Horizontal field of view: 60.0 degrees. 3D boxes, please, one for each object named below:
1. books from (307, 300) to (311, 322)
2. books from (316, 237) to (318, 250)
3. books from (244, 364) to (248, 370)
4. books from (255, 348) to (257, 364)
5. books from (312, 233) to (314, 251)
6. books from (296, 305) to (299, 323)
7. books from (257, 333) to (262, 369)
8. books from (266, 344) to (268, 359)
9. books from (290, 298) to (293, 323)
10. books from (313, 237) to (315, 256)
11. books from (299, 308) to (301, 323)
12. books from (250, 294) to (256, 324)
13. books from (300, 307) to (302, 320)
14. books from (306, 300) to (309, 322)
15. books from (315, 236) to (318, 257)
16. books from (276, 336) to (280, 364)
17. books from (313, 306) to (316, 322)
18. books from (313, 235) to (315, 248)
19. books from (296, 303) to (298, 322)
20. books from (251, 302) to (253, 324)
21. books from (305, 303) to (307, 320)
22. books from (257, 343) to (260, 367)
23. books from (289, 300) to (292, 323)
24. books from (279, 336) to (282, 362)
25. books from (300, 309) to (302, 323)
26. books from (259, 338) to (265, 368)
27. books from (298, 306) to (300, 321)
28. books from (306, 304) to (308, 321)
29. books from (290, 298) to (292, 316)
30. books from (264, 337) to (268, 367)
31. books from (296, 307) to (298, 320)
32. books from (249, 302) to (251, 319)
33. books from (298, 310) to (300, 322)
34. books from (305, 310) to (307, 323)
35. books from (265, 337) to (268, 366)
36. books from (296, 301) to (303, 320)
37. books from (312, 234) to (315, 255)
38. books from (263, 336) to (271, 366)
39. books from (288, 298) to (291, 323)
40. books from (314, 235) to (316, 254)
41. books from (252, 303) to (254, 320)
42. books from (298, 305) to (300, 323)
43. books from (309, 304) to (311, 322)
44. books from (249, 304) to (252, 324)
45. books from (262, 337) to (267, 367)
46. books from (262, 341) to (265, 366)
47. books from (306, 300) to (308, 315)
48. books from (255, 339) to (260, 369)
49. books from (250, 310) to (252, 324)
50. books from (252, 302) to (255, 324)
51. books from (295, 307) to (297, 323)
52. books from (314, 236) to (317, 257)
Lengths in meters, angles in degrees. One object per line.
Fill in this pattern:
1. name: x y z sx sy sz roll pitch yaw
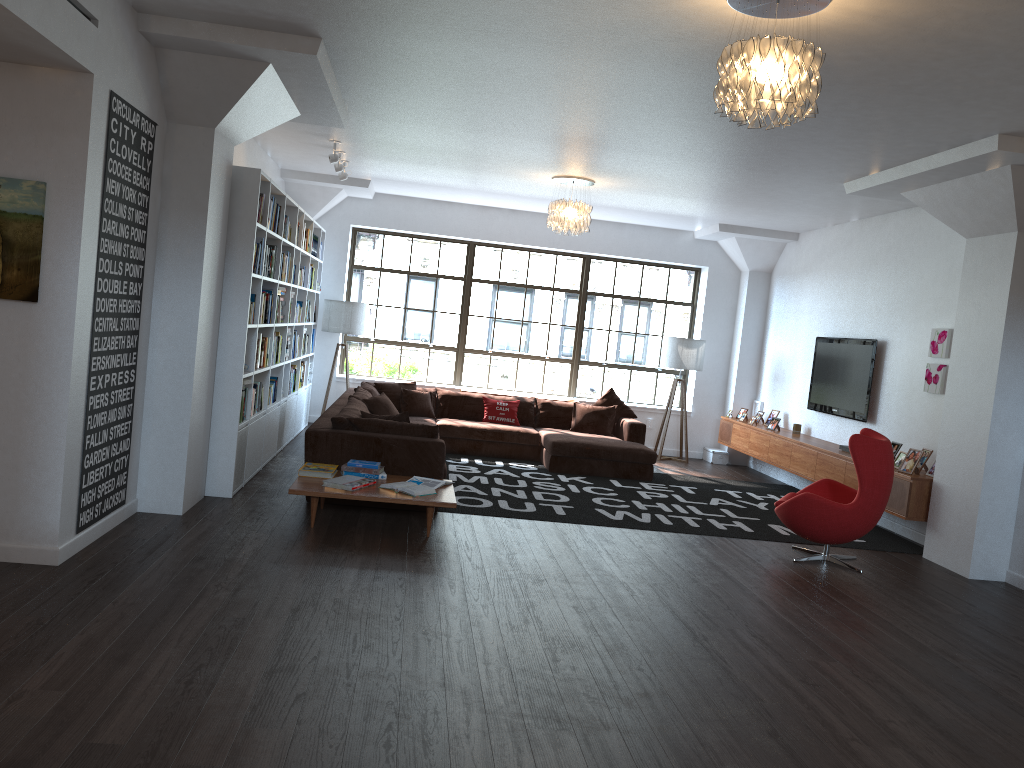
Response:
1. books: -2.427 -0.846 10.236 0.183 0.253 0.042 6 4 -6
2. books: -2.370 -1.603 10.340 0.183 0.253 0.042 6 4 -6
3. books: -2.129 -0.145 6.706 0.197 0.033 0.284 4 4 -31
4. books: -2.131 -0.224 7.125 0.144 0.207 0.048 6 4 -6
5. books: -2.335 -1.578 9.993 0.183 0.253 0.042 6 4 -6
6. books: -2.319 -0.747 9.324 0.139 0.191 0.036 6 4 -6
7. books: -2.159 -0.279 7.292 0.176 0.290 0.053 6 4 -6
8. books: -2.193 -0.284 7.640 0.160 0.250 0.026 6 4 -6
9. books: -2.281 -0.739 8.831 0.171 0.246 0.036 6 4 -6
10. books: -2.349 -1.587 10.124 0.183 0.253 0.042 6 4 -6
11. books: -2.333 -0.742 9.531 0.110 0.153 0.019 6 4 -6
12. books: -2.062 -0.587 6.862 0.140 0.231 0.042 6 4 -6
13. books: -2.338 -0.751 9.567 0.120 0.167 0.020 6 4 -6
14. books: -2.424 -0.843 10.149 0.180 0.259 0.042 6 4 -6
15. books: -2.363 -1.600 10.297 0.183 0.253 0.042 6 4 -6
16. books: -2.238 -0.323 8.168 0.183 0.253 0.034 6 4 -7
17. books: -2.482 -0.867 10.798 0.182 0.215 0.188 6 4 -6
18. books: -2.347 -1.584 10.080 0.183 0.253 0.042 6 4 -6
19. books: -2.319 -0.752 9.283 0.140 0.206 0.042 6 4 -6
20. books: -2.046 -0.547 6.780 0.120 0.167 0.020 6 4 -6
21. books: -2.386 -0.813 9.888 0.174 0.240 0.054 6 4 -6
22. books: -2.156 -0.242 7.254 0.161 0.223 0.027 6 4 -6
23. books: -2.261 -0.719 8.730 0.161 0.223 0.030 6 4 -6
24. books: -2.271 -0.337 8.346 0.183 0.253 0.034 6 4 -7
25. books: -2.335 -0.751 9.594 0.106 0.162 0.032 6 4 -6
26. books: -2.169 -0.266 7.419 0.171 0.246 0.057 6 4 -6
27. books: -2.327 -0.747 9.419 0.128 0.178 0.022 6 4 -6
28. books: -2.411 -0.831 10.072 0.171 0.246 0.039 6 4 -6
29. books: -2.277 -0.737 8.762 0.183 0.253 0.039 6 4 -6
30. books: -2.179 -0.277 7.534 0.183 0.253 0.034 6 4 -6
31. books: -2.299 -0.728 9.253 0.107 0.167 0.016 6 4 -6
32. books: -2.043 -0.546 6.725 0.109 0.171 0.018 6 4 -6
33. books: -2.331 -0.749 9.441 0.128 0.178 0.021 6 4 -6
34. books: -2.390 -0.810 9.964 0.161 0.223 0.032 6 4 -6
35. books: -2.186 -0.280 7.567 0.183 0.253 0.034 6 4 -6
36. books: -2.354 -0.791 9.649 0.140 0.231 0.042 6 4 -6
37. books: -2.340 -1.581 10.037 0.183 0.253 0.042 6 4 -6
38. books: -2.193 -0.288 7.669 0.183 0.253 0.034 6 4 -6
39. books: -2.256 -0.730 8.659 0.174 0.251 0.051 6 4 -6
40. books: -2.349 -1.590 10.167 0.183 0.253 0.042 6 4 -6
41. books: -2.043 -0.547 6.807 0.106 0.162 0.032 6 4 -6
42. books: -2.340 -0.754 9.465 0.134 0.184 0.030 6 4 -6
43. books: -2.439 -0.843 10.325 0.174 0.236 0.142 6 4 -7
44. books: -2.041 -0.538 6.744 0.110 0.153 0.019 6 4 -6
45. books: -2.179 -0.275 7.501 0.183 0.253 0.034 6 4 -6
46. books: -2.180 -0.262 7.466 0.168 0.231 0.037 6 4 -6
47. books: -2.407 -0.829 9.998 0.183 0.253 0.042 6 4 -6
48. books: -2.150 -0.251 7.211 0.171 0.246 0.057 6 4 -6
49. books: -2.044 -0.539 6.762 0.110 0.153 0.018 6 4 -6
50. books: -2.045 -0.551 6.832 0.107 0.167 0.017 6 4 -6
51. books: -2.300 -0.724 9.203 0.120 0.167 0.019 6 4 -6
52. books: -2.358 -1.596 10.254 0.183 0.253 0.042 6 4 -6
